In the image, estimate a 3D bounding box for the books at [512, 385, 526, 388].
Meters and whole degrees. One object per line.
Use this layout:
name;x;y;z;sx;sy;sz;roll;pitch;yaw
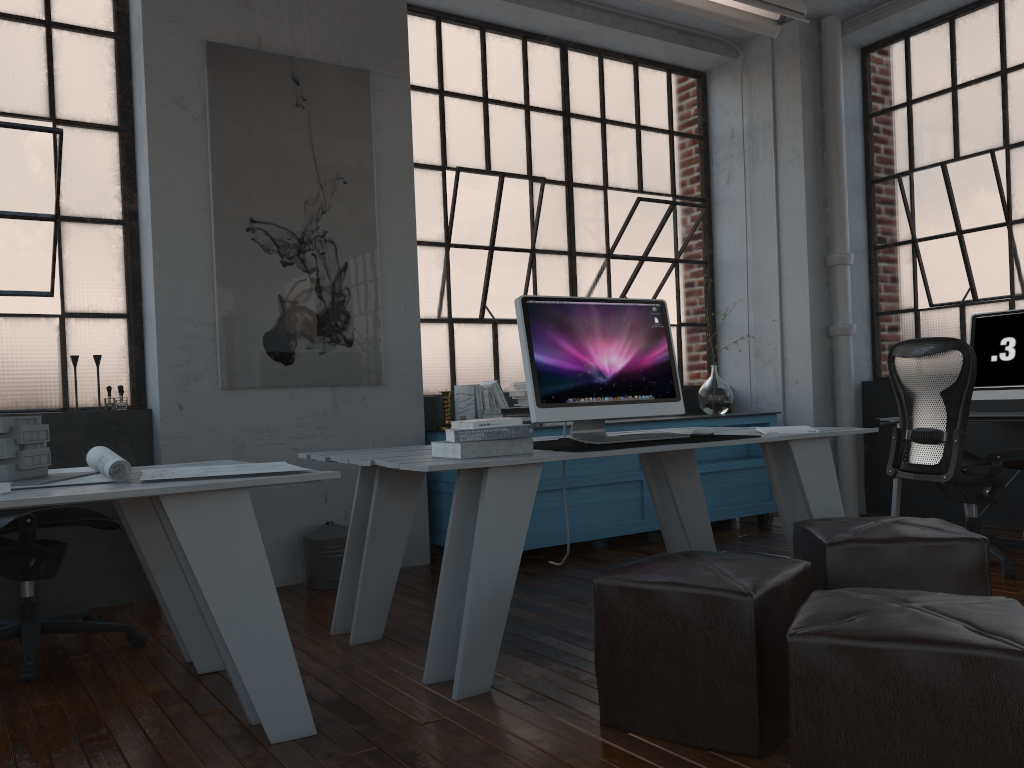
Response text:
books;0.172;0.009;5.208;0.288;0.016;0.182;-2;-1;-33

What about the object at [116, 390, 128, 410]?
object;-1.856;0.073;4.214;0.058;0.102;0.032;-2;0;2

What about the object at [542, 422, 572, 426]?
object;0.238;0.222;4.982;0.253;0.014;0.187;-2;-1;-33

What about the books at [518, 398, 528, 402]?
books;0.185;0.090;5.219;0.263;0.017;0.168;-2;-1;-33

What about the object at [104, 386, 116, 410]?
object;-1.893;0.067;4.170;0.058;0.117;0.032;-2;0;18

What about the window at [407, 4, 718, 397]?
window;0.379;-1.072;5.751;2.589;2.391;0.670;-2;0;-33

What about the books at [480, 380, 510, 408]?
books;-0.085;0.123;5.045;0.169;0.284;0.176;-2;0;-33

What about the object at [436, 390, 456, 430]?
object;-0.362;0.136;4.937;0.132;0.237;0.132;-2;0;23

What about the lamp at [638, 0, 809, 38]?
lamp;0.546;-1.751;3.694;1.876;0.205;0.202;-2;-1;-33

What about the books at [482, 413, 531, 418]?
books;0.003;0.170;4.838;0.258;0.023;0.212;-2;-1;-33

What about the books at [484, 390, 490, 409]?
books;-0.176;0.149;4.987;0.045;0.224;0.161;-3;0;-33

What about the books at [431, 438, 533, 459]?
books;-0.099;0.207;2.898;0.271;0.050;0.200;-2;-1;-33

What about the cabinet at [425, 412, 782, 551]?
cabinet;0.626;0.585;5.339;2.261;0.733;0.627;-2;0;-33

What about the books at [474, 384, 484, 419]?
books;-0.221;0.124;4.950;0.053;0.241;0.172;-3;0;-33

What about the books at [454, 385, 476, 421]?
books;-0.262;0.126;4.937;0.032;0.239;0.172;-3;0;-33

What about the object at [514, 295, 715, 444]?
object;0.391;-0.065;3.361;0.714;0.553;0.377;-2;0;-31

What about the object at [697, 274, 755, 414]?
object;1.410;-0.271;5.800;0.434;0.940;0.231;-2;1;39

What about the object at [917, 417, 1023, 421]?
object;2.636;0.166;4.515;0.687;0.008;0.848;-2;-1;-31

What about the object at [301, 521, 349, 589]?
object;-0.883;0.827;4.347;0.292;0.308;0.292;-2;0;-5

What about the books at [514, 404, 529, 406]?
books;0.172;0.117;5.208;0.285;0.012;0.159;-2;-1;-33

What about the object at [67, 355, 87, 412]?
object;-2.010;-0.001;4.084;0.085;0.260;0.085;-2;0;21

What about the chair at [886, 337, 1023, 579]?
chair;2.181;0.317;4.283;0.792;1.086;0.771;-2;0;-29

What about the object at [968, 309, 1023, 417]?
object;2.628;-0.117;4.512;0.377;0.553;0.714;-2;0;-31

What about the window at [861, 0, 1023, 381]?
window;3.130;-1.197;5.039;0.669;2.391;2.592;-3;0;-33

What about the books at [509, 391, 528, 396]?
books;0.149;0.052;5.212;0.295;0.028;0.180;-2;-1;-33

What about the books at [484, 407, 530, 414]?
books;-0.004;0.145;4.830;0.239;0.028;0.191;-2;-1;-31

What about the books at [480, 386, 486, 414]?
books;-0.197;0.134;4.969;0.045;0.239;0.152;-3;0;-33

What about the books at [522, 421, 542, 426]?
books;0.006;0.220;4.837;0.258;0.032;0.191;-2;-1;-31

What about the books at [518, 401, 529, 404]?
books;0.184;0.105;5.209;0.254;0.012;0.161;-2;-1;-33

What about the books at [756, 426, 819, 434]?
books;1.112;0.186;3.590;0.205;0.019;0.243;-2;-1;7

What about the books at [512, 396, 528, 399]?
books;0.169;0.074;5.226;0.288;0.016;0.182;-2;-1;-33

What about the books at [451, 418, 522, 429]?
books;-0.084;0.128;2.899;0.185;0.030;0.153;-2;-1;-32

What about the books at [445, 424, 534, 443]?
books;-0.076;0.159;2.886;0.257;0.044;0.193;-2;-1;-13

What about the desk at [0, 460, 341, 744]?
desk;-1.591;0.627;2.253;2.055;0.697;1.065;-2;-1;-33

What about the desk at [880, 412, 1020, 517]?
desk;2.714;0.499;4.558;0.932;0.688;1.227;-2;-1;-33

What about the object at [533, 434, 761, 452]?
object;0.403;0.218;3.360;0.848;0.008;0.687;-2;-1;-31

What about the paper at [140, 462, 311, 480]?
paper;-0.831;0.246;2.536;0.428;0.001;0.485;-2;-1;-22

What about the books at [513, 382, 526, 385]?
books;0.172;-0.007;5.196;0.288;0.016;0.182;-2;-1;-33

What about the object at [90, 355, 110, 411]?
object;-1.922;-0.004;4.122;0.085;0.260;0.085;-2;0;21

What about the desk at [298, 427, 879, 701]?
desk;0.354;0.572;3.516;2.076;0.704;1.075;-2;-1;-33

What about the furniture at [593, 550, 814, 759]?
furniture;0.527;0.695;2.387;0.480;0.439;0.479;-3;0;36

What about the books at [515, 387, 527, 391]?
books;0.174;0.028;5.210;0.273;0.021;0.174;-2;-1;-33

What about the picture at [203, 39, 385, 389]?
picture;-1.064;-0.810;4.422;0.853;1.651;0.025;-3;1;-33

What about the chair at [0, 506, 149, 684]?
chair;-1.839;0.465;3.293;0.771;1.086;0.792;-2;0;26

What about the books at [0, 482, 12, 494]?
books;-1.362;0.259;2.106;0.235;0.024;0.200;-2;-1;3

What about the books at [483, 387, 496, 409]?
books;-0.143;0.128;5.002;0.065;0.224;0.161;-3;0;-33

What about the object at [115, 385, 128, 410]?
object;-1.828;0.064;4.145;0.058;0.117;0.032;-2;0;-19

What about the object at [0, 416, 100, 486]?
object;-1.448;0.185;2.497;0.416;0.183;0.389;-2;-1;-3

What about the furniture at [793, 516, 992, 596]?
furniture;1.181;0.665;2.814;0.503;0.460;0.503;-2;0;5

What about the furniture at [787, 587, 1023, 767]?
furniture;0.842;0.677;1.860;0.471;0.431;0.470;-2;0;26

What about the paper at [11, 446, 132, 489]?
paper;-1.619;0.245;2.464;1.074;0.105;0.976;-2;-1;-33

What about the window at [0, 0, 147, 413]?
window;-2.896;-0.975;3.625;2.589;2.391;0.670;-2;0;-33

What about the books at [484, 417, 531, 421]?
books;0.002;0.193;4.827;0.242;0.023;0.191;-2;-1;-35
